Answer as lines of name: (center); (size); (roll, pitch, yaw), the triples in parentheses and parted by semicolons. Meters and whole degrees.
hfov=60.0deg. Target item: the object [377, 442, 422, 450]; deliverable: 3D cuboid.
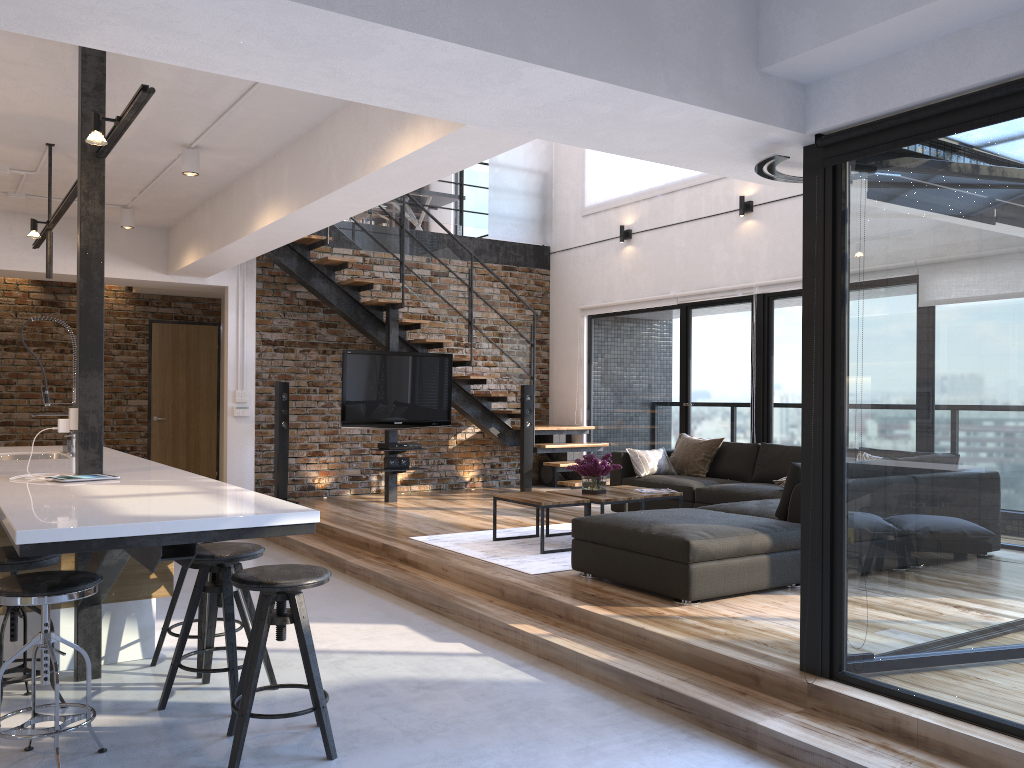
object: (-1.118, 0.619, 8.833); (0.360, 0.058, 0.275); (1, -1, -33)

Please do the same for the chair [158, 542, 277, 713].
chair: (-1.213, 0.995, 3.693); (0.365, 0.630, 0.365); (0, 0, 12)

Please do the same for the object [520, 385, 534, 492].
object: (0.158, 0.614, 9.557); (0.271, 1.206, 0.271); (0, 0, -28)

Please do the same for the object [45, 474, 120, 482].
object: (-1.786, 0.393, 3.688); (0.188, 0.013, 0.240); (0, -1, 42)

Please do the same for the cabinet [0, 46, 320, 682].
cabinet: (-3.422, -0.117, 4.974); (2.474, 2.871, 9.115); (1, -1, -33)

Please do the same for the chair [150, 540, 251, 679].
chair: (-1.444, 1.002, 4.190); (0.366, 0.630, 0.367); (0, 0, 32)

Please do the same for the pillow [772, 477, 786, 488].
pillow: (2.290, 0.757, 6.735); (0.531, 0.177, 0.356); (1, -1, -35)

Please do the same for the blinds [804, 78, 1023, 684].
blinds: (2.012, 0.100, 3.251); (1.828, 2.052, 3.861); (0, -1, 11)

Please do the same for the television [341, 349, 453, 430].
television: (-1.153, 0.070, 8.872); (1.207, 0.783, 0.136); (1, 0, -33)

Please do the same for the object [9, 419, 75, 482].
object: (-2.002, 0.275, 3.763); (0.214, 0.246, 0.417); (0, -1, -12)

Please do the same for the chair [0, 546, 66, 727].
chair: (-1.989, 0.983, 3.540); (0.357, 0.636, 0.357); (0, 0, 35)

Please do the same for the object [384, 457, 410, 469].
object: (-1.158, 0.791, 8.902); (0.247, 0.112, 0.088); (1, -1, -33)

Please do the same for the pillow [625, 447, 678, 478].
pillow: (1.277, 0.714, 8.055); (0.498, 0.265, 0.212); (1, -1, -33)

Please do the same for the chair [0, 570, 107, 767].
chair: (-1.585, 0.977, 3.005); (0.358, 0.636, 0.356); (0, 0, 11)

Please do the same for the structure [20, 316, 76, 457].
structure: (-2.609, 0.013, 5.308); (0.392, 0.813, 0.507); (0, 0, 6)

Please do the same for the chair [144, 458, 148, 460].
chair: (-3.060, 0.962, 6.752); (0.540, 0.768, 0.519); (1, 0, -18)

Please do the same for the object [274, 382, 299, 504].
object: (-2.282, 0.584, 8.785); (0.271, 1.206, 0.271); (1, 0, -43)

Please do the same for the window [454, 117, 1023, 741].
window: (0.756, -1.399, 7.482); (5.664, 5.567, 13.398); (1, -1, -33)

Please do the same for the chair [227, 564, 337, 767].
chair: (-0.832, 0.989, 3.193); (0.367, 0.630, 0.367); (0, 0, -18)

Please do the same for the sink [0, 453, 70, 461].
sink: (-2.801, 0.527, 5.123); (0.406, 0.203, 0.706); (1, -1, -33)

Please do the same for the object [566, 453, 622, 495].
object: (0.612, 0.643, 6.591); (0.375, 0.343, 0.342); (1, -1, -32)

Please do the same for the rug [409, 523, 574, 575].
rug: (0.553, 1.164, 6.569); (2.113, 0.003, 1.637); (1, -1, -33)

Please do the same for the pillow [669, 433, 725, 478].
pillow: (1.642, 0.652, 8.114); (0.265, 0.382, 0.609); (1, -1, -33)

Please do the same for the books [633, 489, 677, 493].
books: (1.088, 0.814, 6.749); (0.295, 0.013, 0.229); (1, -1, -12)

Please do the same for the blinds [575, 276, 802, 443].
blinds: (2.248, 0.078, 8.205); (0.095, 2.044, 5.369); (0, -1, -33)

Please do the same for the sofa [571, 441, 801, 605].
sofa: (1.311, 0.822, 6.572); (2.999, 0.700, 3.044); (1, -1, -33)

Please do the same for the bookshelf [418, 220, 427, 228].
bookshelf: (-2.531, -2.836, 13.029); (2.717, 2.281, 0.307); (1, 0, -33)

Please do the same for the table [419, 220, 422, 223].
table: (-1.564, -2.037, 10.867); (1.860, 0.635, 0.743); (1, -1, -33)

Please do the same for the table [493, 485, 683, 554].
table: (0.582, 0.989, 6.594); (1.298, 0.350, 0.697); (1, -1, -33)

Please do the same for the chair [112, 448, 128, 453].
chair: (-3.740, 0.977, 7.932); (0.540, 0.768, 0.519); (1, 0, -38)

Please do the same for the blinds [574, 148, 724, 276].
blinds: (0.156, -2.737, 9.738); (10.203, 2.975, 1.995); (0, -1, 35)
